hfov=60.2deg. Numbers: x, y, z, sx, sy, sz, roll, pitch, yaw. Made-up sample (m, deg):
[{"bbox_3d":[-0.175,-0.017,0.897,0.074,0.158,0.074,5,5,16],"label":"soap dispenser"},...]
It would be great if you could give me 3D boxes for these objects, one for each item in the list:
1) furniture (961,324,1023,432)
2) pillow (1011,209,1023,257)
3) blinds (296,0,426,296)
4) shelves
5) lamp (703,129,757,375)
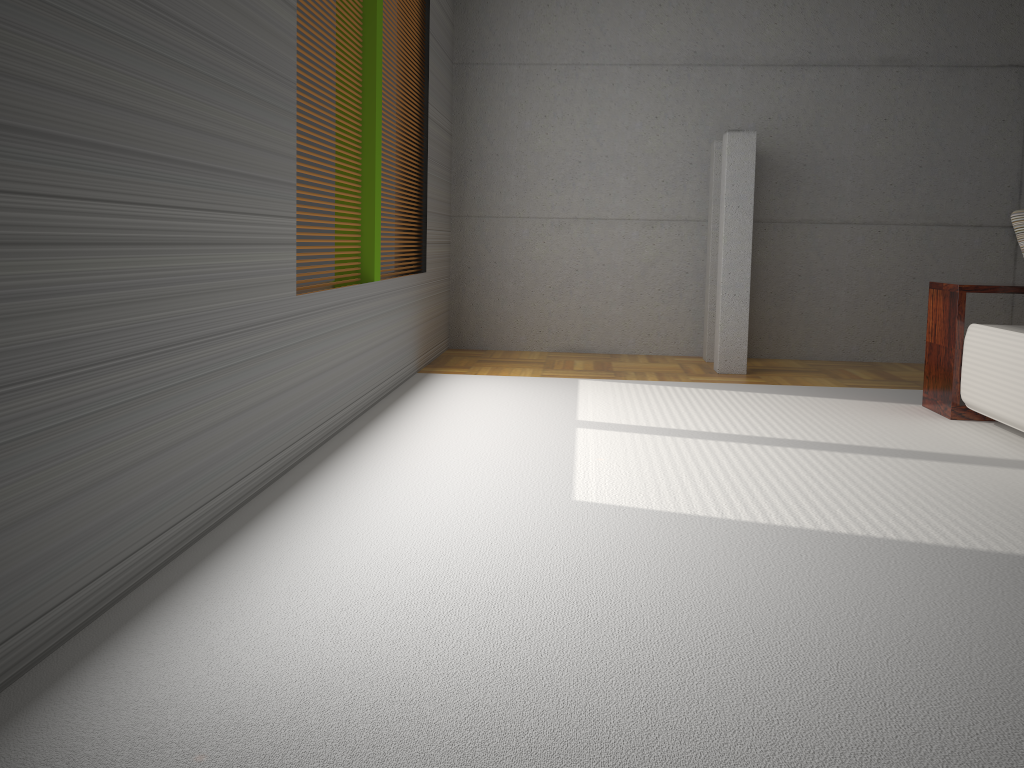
[{"bbox_3d":[3.366,0.095,3.777,2.169,0.518,1.627,2,9,5],"label":"furniture"},{"bbox_3d":[3.013,-0.576,4.454,0.801,0.606,0.494,2,6,4],"label":"pillow"},{"bbox_3d":[-0.783,-1.448,4.604,0.012,2.029,3.562,2,8,4],"label":"blinds"},{"bbox_3d":[3.465,-0.158,4.756,2.250,0.711,0.403,2,6,5],"label":"shelves"},{"bbox_3d":[1.590,-0.968,6.512,0.200,1.680,0.803,2,5,4],"label":"lamp"}]
